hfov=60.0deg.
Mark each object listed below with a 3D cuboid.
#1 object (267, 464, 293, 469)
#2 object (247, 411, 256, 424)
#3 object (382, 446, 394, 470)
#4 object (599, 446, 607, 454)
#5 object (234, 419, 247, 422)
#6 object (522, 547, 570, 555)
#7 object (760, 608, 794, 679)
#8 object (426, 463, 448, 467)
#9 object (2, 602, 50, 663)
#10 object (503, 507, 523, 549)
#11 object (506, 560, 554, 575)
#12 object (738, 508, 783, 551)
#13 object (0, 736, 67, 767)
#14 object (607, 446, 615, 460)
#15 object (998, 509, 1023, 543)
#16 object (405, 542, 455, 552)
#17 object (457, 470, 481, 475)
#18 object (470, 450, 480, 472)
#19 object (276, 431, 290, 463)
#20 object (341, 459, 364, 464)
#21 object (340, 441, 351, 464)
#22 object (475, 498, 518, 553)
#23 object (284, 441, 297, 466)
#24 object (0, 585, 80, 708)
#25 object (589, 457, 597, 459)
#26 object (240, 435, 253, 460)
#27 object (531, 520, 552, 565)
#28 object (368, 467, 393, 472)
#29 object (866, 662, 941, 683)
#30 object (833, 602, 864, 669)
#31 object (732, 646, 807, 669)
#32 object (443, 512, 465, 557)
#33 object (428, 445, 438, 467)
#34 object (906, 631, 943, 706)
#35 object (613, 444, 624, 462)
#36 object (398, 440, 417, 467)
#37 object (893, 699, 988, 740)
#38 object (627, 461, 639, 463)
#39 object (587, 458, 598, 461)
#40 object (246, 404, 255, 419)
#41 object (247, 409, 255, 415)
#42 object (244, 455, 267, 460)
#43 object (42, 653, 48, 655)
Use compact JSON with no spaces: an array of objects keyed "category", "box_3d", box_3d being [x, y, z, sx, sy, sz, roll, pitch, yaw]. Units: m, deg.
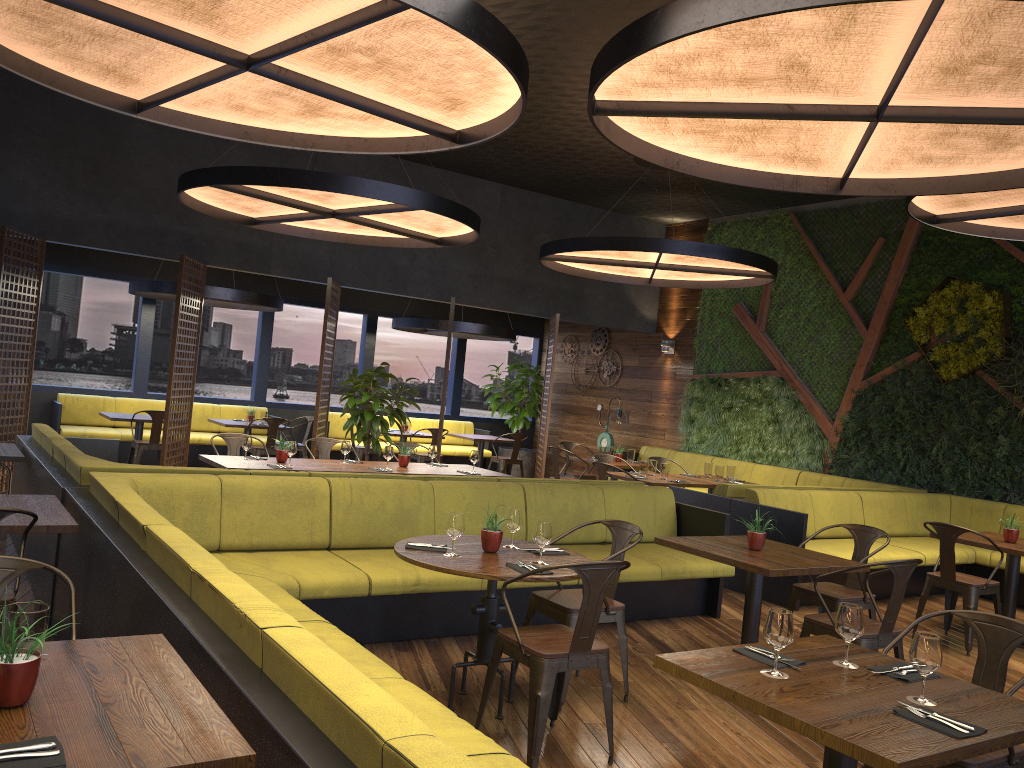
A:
[{"category":"object","box_3d":[-1.926,0.677,7.321,0.157,0.019,0.255,6,0,-33]},{"category":"object","box_3d":[-3.557,0.456,12.088,0.102,0.178,0.102,5,0,42]},{"category":"object","box_3d":[-1.115,0.664,7.991,0.097,0.206,0.097,5,0,12]},{"category":"object","box_3d":[1.192,0.916,11.687,0.102,0.178,0.102,5,0,42]},{"category":"object","box_3d":[-3.806,0.514,12.533,0.255,0.019,0.157,6,0,-34]},{"category":"object","box_3d":[0.163,0.868,4.624,0.255,0.019,0.157,6,0,-31]},{"category":"object","box_3d":[0.857,0.833,2.859,0.097,0.206,0.097,6,0,-42]},{"category":"object","box_3d":[-0.735,0.799,8.791,0.157,0.019,0.255,6,0,-33]},{"category":"object","box_3d":[-1.209,0.641,2.194,0.102,0.178,0.102,5,0,42]},{"category":"object","box_3d":[0.007,0.759,4.678,0.097,0.206,0.097,6,0,5]},{"category":"object","box_3d":[0.071,0.857,4.158,0.157,0.019,0.255,6,0,-27]},{"category":"object","box_3d":[1.498,0.871,5.375,0.260,0.271,0.238,6,0,2]},{"category":"object","box_3d":[-1.023,0.737,1.747,0.255,0.019,0.157,6,0,-34]},{"category":"object","box_3d":[1.319,0.929,11.864,0.102,0.178,0.102,6,0,2]},{"category":"object","box_3d":[3.939,1.116,7.011,0.260,0.271,0.238,6,0,5]},{"category":"object","box_3d":[-0.405,0.812,4.433,0.255,0.019,0.157,6,0,-1]},{"category":"object","box_3d":[-0.418,0.828,8.324,0.157,0.019,0.255,6,0,-33]},{"category":"object","box_3d":[-0.361,0.740,8.492,0.097,0.206,0.097,5,0,12]},{"category":"object","box_3d":[-1.988,0.542,7.666,0.238,0.271,0.260,6,0,-12]},{"category":"object","box_3d":[-1.489,0.723,8.290,0.157,0.019,0.255,6,0,-33]},{"category":"object","box_3d":[-1.527,0.625,8.123,0.097,0.206,0.097,5,0,12]},{"category":"object","box_3d":[-0.102,0.712,4.480,0.238,0.271,0.260,6,0,-12]},{"category":"object","box_3d":[-1.869,0.589,7.489,0.097,0.206,0.097,5,0,12]},{"category":"object","box_3d":[-1.149,0.599,2.032,0.238,0.271,0.260,6,0,-12]},{"category":"object","box_3d":[1.182,0.996,11.968,0.255,0.019,0.157,6,0,-34]},{"category":"object","box_3d":[-2.281,0.549,7.622,0.097,0.206,0.097,5,0,12]},{"category":"object","box_3d":[0.145,0.771,4.320,0.097,0.206,0.097,6,0,-9]},{"category":"object","box_3d":[-1.172,0.752,7.823,0.157,0.019,0.255,6,0,-33]},{"category":"object","box_3d":[1.315,0.973,3.002,0.255,0.019,0.157,6,0,-33]},{"category":"object","box_3d":[1.157,0.863,3.050,0.097,0.206,0.097,6,0,-33]},{"category":"object","box_3d":[0.895,0.932,3.026,0.157,0.019,0.255,6,0,-33]},{"category":"object","box_3d":[-0.279,0.729,4.304,0.097,0.206,0.097,6,0,8]},{"category":"object","box_3d":[-0.773,0.700,8.624,0.097,0.206,0.097,5,0,12]},{"category":"object","box_3d":[1.269,0.873,2.726,0.097,0.206,0.097,6,0,-42]},{"category":"object","box_3d":[1.406,0.890,11.687,0.238,0.271,0.260,6,0,-12]},{"category":"object","box_3d":[-1.013,0.640,8.314,0.238,0.271,0.260,6,0,-12]},{"category":"object","box_3d":[1.212,0.961,2.559,0.157,0.019,0.255,6,0,-33]},{"category":"object","box_3d":[1.670,1.043,11.857,0.157,0.019,0.255,6,0,-34]},{"category":"object","box_3d":[1.081,0.985,11.557,0.157,0.019,0.255,6,0,-34]},{"category":"object","box_3d":[-3.600,0.406,12.266,0.238,0.271,0.260,6,0,-12]},{"category":"object","box_3d":[-3.669,0.446,12.429,0.102,0.178,0.102,5,0,42]},{"category":"object","box_3d":[-2.243,0.648,7.789,0.157,0.019,0.255,6,0,-33]},{"category":"object","box_3d":[-1.347,0.708,2.297,0.255,0.019,0.157,6,0,-34]}]
